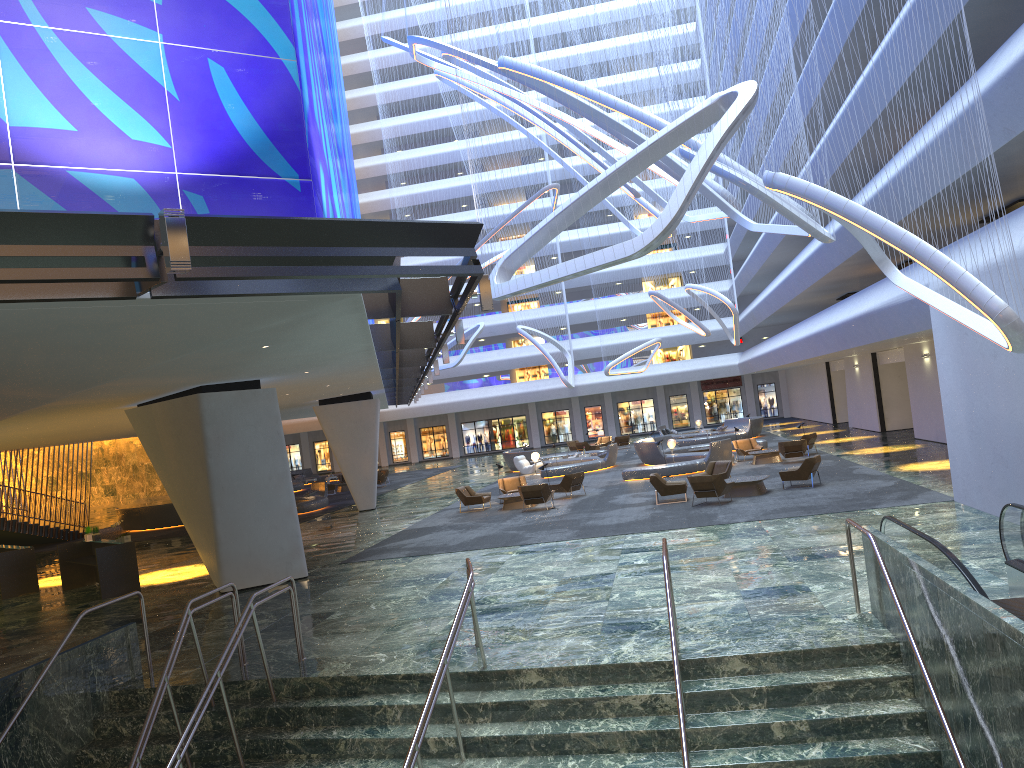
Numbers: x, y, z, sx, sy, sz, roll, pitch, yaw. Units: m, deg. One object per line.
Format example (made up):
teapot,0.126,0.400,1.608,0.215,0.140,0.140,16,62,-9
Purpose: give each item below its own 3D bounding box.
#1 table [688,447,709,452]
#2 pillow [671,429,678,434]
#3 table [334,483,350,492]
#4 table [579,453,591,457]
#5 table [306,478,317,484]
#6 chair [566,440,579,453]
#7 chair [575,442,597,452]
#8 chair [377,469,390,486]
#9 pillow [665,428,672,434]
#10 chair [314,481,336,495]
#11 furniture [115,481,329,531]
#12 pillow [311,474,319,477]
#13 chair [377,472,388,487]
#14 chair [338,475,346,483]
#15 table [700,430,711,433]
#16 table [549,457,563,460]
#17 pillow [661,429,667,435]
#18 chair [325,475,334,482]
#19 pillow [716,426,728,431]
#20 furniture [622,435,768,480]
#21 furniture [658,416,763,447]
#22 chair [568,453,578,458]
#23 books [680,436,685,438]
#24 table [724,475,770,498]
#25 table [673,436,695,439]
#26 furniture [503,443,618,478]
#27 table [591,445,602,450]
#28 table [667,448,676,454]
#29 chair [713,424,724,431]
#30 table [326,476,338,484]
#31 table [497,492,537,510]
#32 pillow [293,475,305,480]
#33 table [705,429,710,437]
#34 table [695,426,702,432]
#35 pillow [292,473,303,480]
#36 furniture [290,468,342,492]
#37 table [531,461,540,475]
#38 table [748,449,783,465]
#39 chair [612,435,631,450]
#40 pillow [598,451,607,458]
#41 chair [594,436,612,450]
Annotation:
table,7.867,2.839,36.341,1.204,0.392,1.203,-8,-2,10
pillow,9.529,2.842,52.688,0.683,0.280,0.876,-6,-2,-43
table,-8.365,5.219,45.010,1.201,0.392,1.205,-6,-2,-26
table,3.656,3.615,43.323,0.672,0.406,0.672,-7,-2,-28
table,-12.383,6.064,54.763,0.669,0.406,0.675,-6,-2,-36
chair,3.781,3.720,52.238,0.927,0.766,0.941,-6,-1,-37
chair,4.109,3.583,49.433,0.937,0.766,0.931,-6,-1,-39
chair,-6.923,4.893,46.205,0.937,0.766,0.931,-6,-2,-42
pillow,9.266,2.775,52.436,0.315,0.386,0.783,-8,-2,25
chair,-9.229,5.108,43.791,0.937,0.766,0.931,-7,-1,-19
furniture,-12.088,5.107,36.900,9.944,0.969,5.178,-8,-2,27
pillow,-12.626,5.875,56.929,0.443,0.207,0.445,-7,-2,-4
chair,-6.754,4.805,44.247,0.930,0.766,0.938,-7,-1,8
chair,-8.593,5.119,46.542,0.928,0.766,0.940,-7,-1,-17
table,11.264,2.916,51.579,0.671,0.406,0.673,-7,-1,6
table,2.152,3.808,43.301,0.675,0.406,0.670,-8,-2,29
pillow,9.060,2.826,52.437,0.295,0.369,0.768,-8,-2,22
chair,-11.301,5.883,54.928,0.587,0.501,0.490,-8,-1,26
pillow,11.539,2.426,48.710,0.691,0.262,0.879,-6,-2,-28
furniture,6.626,2.623,34.538,5.195,0.969,9.913,-8,-2,26
furniture,10.903,2.562,49.055,5.187,0.969,9.927,-8,-2,6
chair,2.549,3.721,43.632,1.781,0.501,0.586,-6,-1,-26
books,9.111,2.839,47.465,0.396,0.039,0.301,-8,-2,24
table,5.949,2.623,22.637,1.205,0.392,1.201,-8,-2,28
table,9.234,3.040,47.487,1.204,0.392,1.203,-8,-2,10
furniture,2.103,3.424,41.079,5.186,0.969,9.930,-7,-2,1
table,4.513,3.761,50.868,1.201,0.392,1.206,-6,-2,-45
table,6.429,2.882,35.530,0.418,0.595,0.427,-7,-1,9
chair,11.936,2.597,50.019,0.941,0.766,0.927,-8,-2,43
table,-11.010,5.867,54.143,0.673,0.406,0.671,-7,-1,-3
table,0.209,3.493,26.553,1.204,0.392,1.203,-8,-2,10
pillow,-13.565,5.914,56.402,0.692,0.262,0.877,-7,-2,0
table,10.628,2.772,48.245,0.418,0.595,0.427,-7,-1,6
table,11.224,2.855,52.978,0.417,0.595,0.428,-7,-1,-37
pillow,-13.652,5.887,56.581,0.773,0.366,0.318,-6,-1,-39
furniture,-13.378,5.809,52.767,5.195,0.969,9.913,-8,-2,26
table,1.060,3.688,38.945,0.417,0.595,0.428,-7,-1,-16
table,8.839,2.526,30.770,1.204,0.392,1.203,-8,-2,9
chair,6.283,3.347,50.709,0.928,0.766,0.940,-7,-1,-12
pillow,4.095,3.024,38.075,0.693,0.262,0.876,-8,-2,18
chair,5.466,3.512,52.493,0.931,0.766,0.937,-8,-1,28
